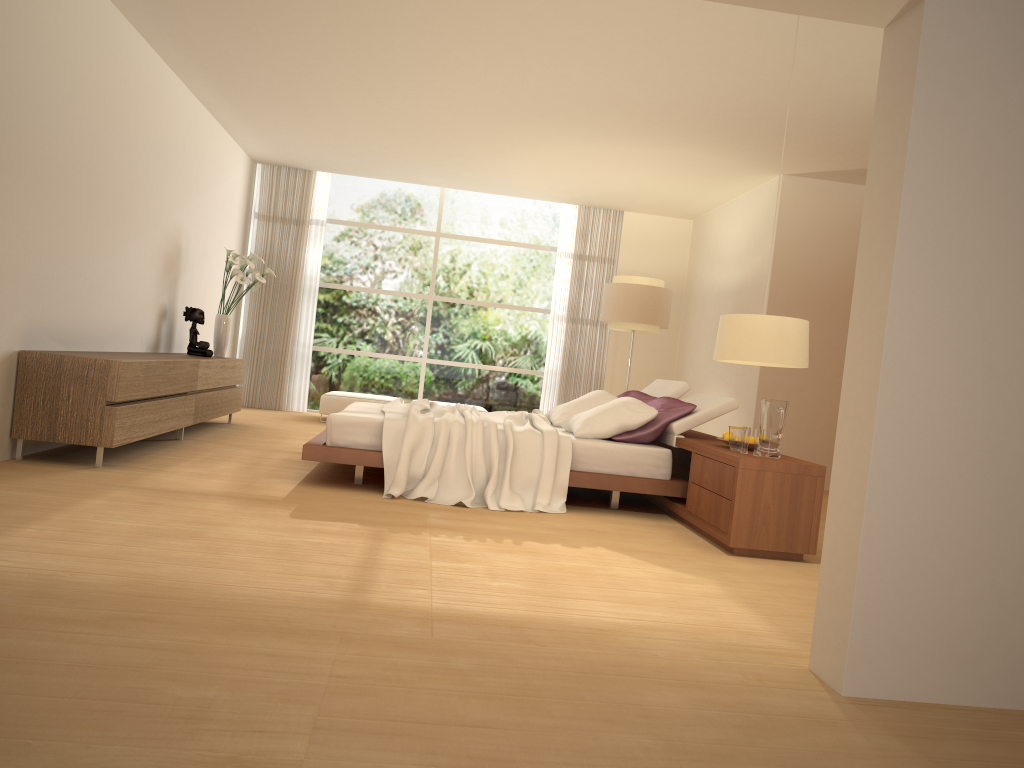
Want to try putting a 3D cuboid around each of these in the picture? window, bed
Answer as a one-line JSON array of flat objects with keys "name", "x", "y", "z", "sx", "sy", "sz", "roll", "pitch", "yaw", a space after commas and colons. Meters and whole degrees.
[{"name": "window", "x": -1.081, "y": -1.151, "z": 11.830, "sx": 4.781, "sy": 3.371, "sz": 0.071, "roll": 6, "pitch": 1, "yaw": -6}, {"name": "bed", "x": -0.157, "y": 0.461, "z": 6.718, "sx": 2.535, "sy": 0.570, "sz": 2.599, "roll": 6, "pitch": 1, "yaw": -6}]

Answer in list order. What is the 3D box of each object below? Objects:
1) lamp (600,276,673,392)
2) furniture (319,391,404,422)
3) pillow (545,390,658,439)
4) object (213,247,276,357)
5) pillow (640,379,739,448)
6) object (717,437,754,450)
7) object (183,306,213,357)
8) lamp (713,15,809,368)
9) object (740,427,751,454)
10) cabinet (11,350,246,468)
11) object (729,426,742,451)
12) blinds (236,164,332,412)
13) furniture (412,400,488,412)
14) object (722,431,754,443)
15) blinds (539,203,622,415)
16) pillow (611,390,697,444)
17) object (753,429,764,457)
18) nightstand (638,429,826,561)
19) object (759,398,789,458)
[{"name": "lamp", "x": 1.311, "y": -0.167, "z": 9.938, "sx": 0.817, "sy": 2.018, "sz": 0.817, "roll": 7, "pitch": 1, "yaw": 37}, {"name": "furniture", "x": -1.817, "y": 0.306, "z": 10.830, "sx": 0.965, "sy": 0.346, "sz": 0.964, "roll": 6, "pitch": 1, "yaw": -6}, {"name": "pillow", "x": 0.628, "y": 0.219, "z": 6.827, "sx": 0.561, "sy": 0.339, "sz": 1.720, "roll": 6, "pitch": 1, "yaw": -6}, {"name": "object", "x": -2.704, "y": -0.793, "z": 8.820, "sx": 0.608, "sy": 1.085, "sz": 0.515, "roll": 7, "pitch": 1, "yaw": 42}, {"name": "pillow", "x": 1.228, "y": 0.198, "z": 6.901, "sx": 0.461, "sy": 0.457, "sz": 1.779, "roll": 6, "pitch": 1, "yaw": -7}, {"name": "object", "x": 1.439, "y": 0.379, "z": 5.504, "sx": 0.337, "sy": 0.053, "sz": 0.337, "roll": 7, "pitch": 1, "yaw": 8}, {"name": "object", "x": -2.934, "y": -0.488, "z": 8.311, "sx": 0.282, "sy": 0.453, "sz": 0.181, "roll": 6, "pitch": 1, "yaw": -6}, {"name": "lamp", "x": 1.342, "y": -1.284, "z": 4.302, "sx": 0.451, "sy": 2.399, "sz": 0.451, "roll": 6, "pitch": 1, "yaw": -8}, {"name": "object", "x": 1.347, "y": 0.325, "z": 5.118, "sx": 0.052, "sy": 0.154, "sz": 0.052, "roll": 7, "pitch": 1, "yaw": 13}, {"name": "cabinet", "x": -2.861, "y": 0.103, "z": 7.177, "sx": 0.588, "sy": 0.662, "sz": 3.713, "roll": 6, "pitch": 1, "yaw": -6}, {"name": "object", "x": 1.336, "y": 0.327, "z": 5.273, "sx": 0.110, "sy": 0.141, "sz": 0.110, "roll": 7, "pitch": 1, "yaw": 37}, {"name": "blinds", "x": -2.940, "y": -1.341, "z": 11.388, "sx": 0.950, "sy": 3.352, "sz": 0.211, "roll": 6, "pitch": 1, "yaw": -7}, {"name": "furniture", "x": -0.792, "y": 0.419, "z": 10.932, "sx": 0.965, "sy": 0.346, "sz": 0.964, "roll": 6, "pitch": 1, "yaw": -6}, {"name": "object", "x": 1.435, "y": 0.351, "z": 5.519, "sx": 0.230, "sy": 0.084, "sz": 0.259, "roll": 6, "pitch": 1, "yaw": -36}, {"name": "blinds", "x": 0.906, "y": -0.919, "z": 11.718, "sx": 0.814, "sy": 3.351, "sz": 0.202, "roll": 6, "pitch": 1, "yaw": -7}, {"name": "pillow", "x": 0.897, "y": 0.234, "z": 6.860, "sx": 0.575, "sy": 0.369, "sz": 1.683, "roll": 6, "pitch": 1, "yaw": -6}, {"name": "object", "x": 1.398, "y": 0.332, "z": 5.033, "sx": 0.052, "sy": 0.154, "sz": 0.052, "roll": 7, "pitch": 1, "yaw": 13}, {"name": "nightstand", "x": 1.239, "y": 0.628, "z": 6.912, "sx": 0.493, "sy": 0.539, "sz": 4.220, "roll": 6, "pitch": 1, "yaw": -6}, {"name": "object", "x": 1.493, "y": 0.255, "z": 5.071, "sx": 0.159, "sy": 0.328, "sz": 0.227, "roll": 6, "pitch": 1, "yaw": -37}]
